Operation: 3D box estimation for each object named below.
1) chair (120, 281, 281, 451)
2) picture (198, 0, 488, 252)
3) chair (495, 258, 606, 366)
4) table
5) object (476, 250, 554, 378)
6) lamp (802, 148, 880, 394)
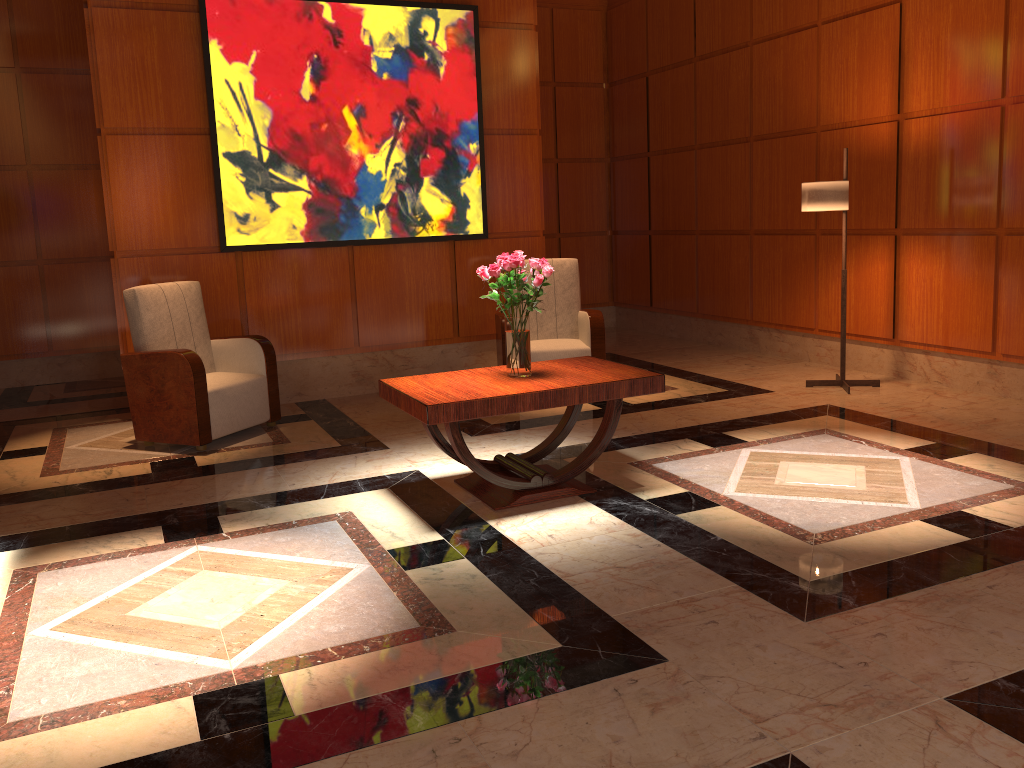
[{"bbox_3d":[-1.951,-0.153,5.532,0.629,0.955,0.742,2,10,25],"label":"chair"},{"bbox_3d":[-1.139,-1.877,6.394,2.000,1.726,0.057,-7,9,-24],"label":"picture"},{"bbox_3d":[0.264,-0.429,6.515,0.738,0.955,0.632,-3,9,-5],"label":"chair"},{"bbox_3d":[0.042,0.230,4.237,1.169,0.531,0.728,-7,11,-24],"label":"table"},{"bbox_3d":[0.020,-0.332,4.187,0.350,0.592,0.329,-3,9,-4],"label":"object"},{"bbox_3d":[2.240,-0.780,6.111,0.528,1.651,0.361,-8,10,-34],"label":"lamp"}]
